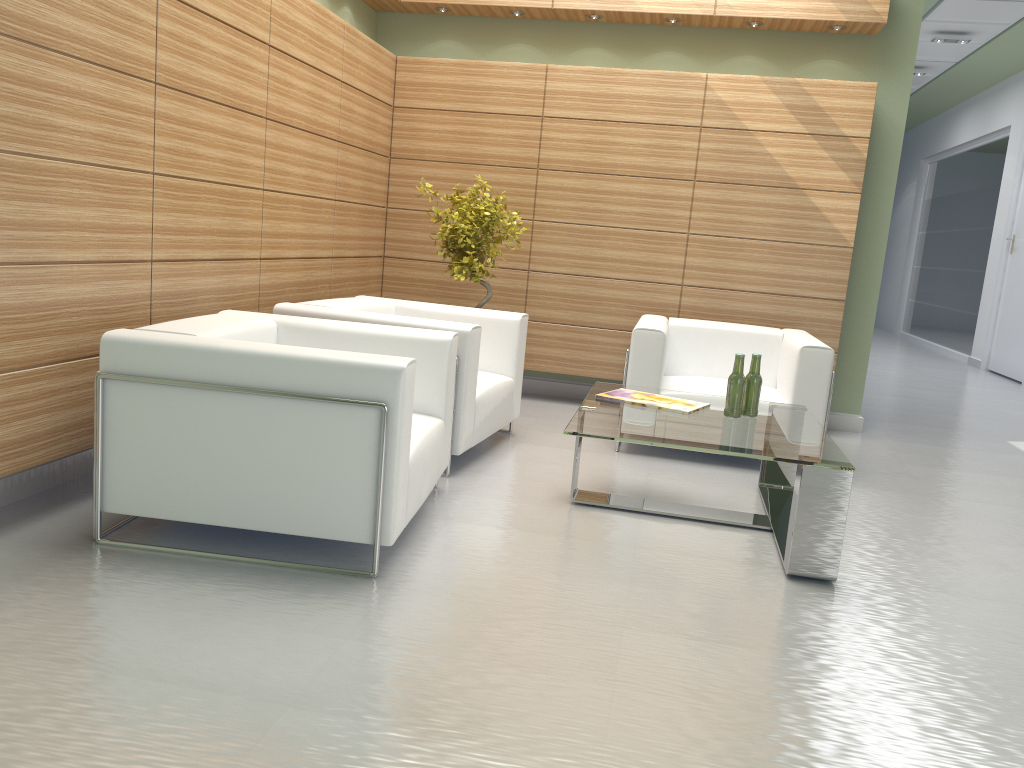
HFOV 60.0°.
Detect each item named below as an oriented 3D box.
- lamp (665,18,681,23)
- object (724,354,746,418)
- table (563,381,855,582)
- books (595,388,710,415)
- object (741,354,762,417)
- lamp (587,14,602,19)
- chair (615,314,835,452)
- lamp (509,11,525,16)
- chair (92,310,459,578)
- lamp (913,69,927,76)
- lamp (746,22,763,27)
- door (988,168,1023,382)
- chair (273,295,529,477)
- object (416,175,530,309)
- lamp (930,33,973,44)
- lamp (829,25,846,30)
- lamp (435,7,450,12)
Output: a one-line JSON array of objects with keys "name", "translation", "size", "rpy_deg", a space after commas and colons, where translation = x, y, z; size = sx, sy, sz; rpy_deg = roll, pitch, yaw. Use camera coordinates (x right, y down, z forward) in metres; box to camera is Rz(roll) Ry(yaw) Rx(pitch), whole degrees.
[{"name": "lamp", "translation": [1.823, -4.142, 10.037], "size": [0.181, 0.074, 0.181], "rpy_deg": [6, 9, 4]}, {"name": "object", "translation": [1.667, 0.012, 6.594], "size": [0.131, 0.475, 0.131], "rpy_deg": [1, 10, -25]}, {"name": "table", "translation": [1.365, 0.604, 6.607], "size": [1.783, 0.742, 2.197], "rpy_deg": [7, 10, 10]}, {"name": "books", "translation": [1.105, 0.132, 6.948], "size": [0.762, 0.025, 0.508], "rpy_deg": [11, 11, 30]}, {"name": "object", "translation": [1.816, 0.009, 6.689], "size": [0.131, 0.475, 0.131], "rpy_deg": [1, 10, -25]}, {"name": "lamp", "translation": [0.951, -4.245, 10.188], "size": [0.181, 0.074, 0.181], "rpy_deg": [0, 11, -29]}, {"name": "chair", "translation": [2.116, 0.044, 9.021], "size": [1.894, 1.234, 1.802], "rpy_deg": [7, 10, 10]}, {"name": "lamp", "translation": [0.061, -4.350, 10.343], "size": [0.181, 0.074, 0.181], "rpy_deg": [6, 9, 4]}, {"name": "chair", "translation": [-1.396, 0.260, 5.851], "size": [1.802, 1.234, 1.894], "rpy_deg": [6, 9, 5]}, {"name": "lamp", "translation": [8.789, -6.928, 19.599], "size": [0.657, 0.159, 0.286], "rpy_deg": [7, 10, 10]}, {"name": "lamp", "translation": [2.706, -4.037, 9.883], "size": [0.181, 0.074, 0.181], "rpy_deg": [0, 11, -29]}, {"name": "door", "translation": [10.130, -2.667, 17.446], "size": [0.250, 5.083, 2.089], "rpy_deg": [7, 10, 10]}, {"name": "chair", "translation": [-0.946, -0.077, 8.107], "size": [1.769, 1.234, 1.894], "rpy_deg": [8, 10, 15]}, {"name": "object", "translation": [-0.541, -0.973, 9.577], "size": [1.201, 2.565, 1.116], "rpy_deg": [1, 10, -22]}, {"name": "lamp", "translation": [8.205, -6.471, 16.554], "size": [0.657, 0.159, 0.286], "rpy_deg": [7, 10, 10]}, {"name": "lamp", "translation": [3.573, -3.934, 9.732], "size": [0.181, 0.074, 0.181], "rpy_deg": [6, 9, 4]}, {"name": "lamp", "translation": [-0.819, -4.455, 10.497], "size": [0.181, 0.074, 0.181], "rpy_deg": [6, 9, 4]}]
